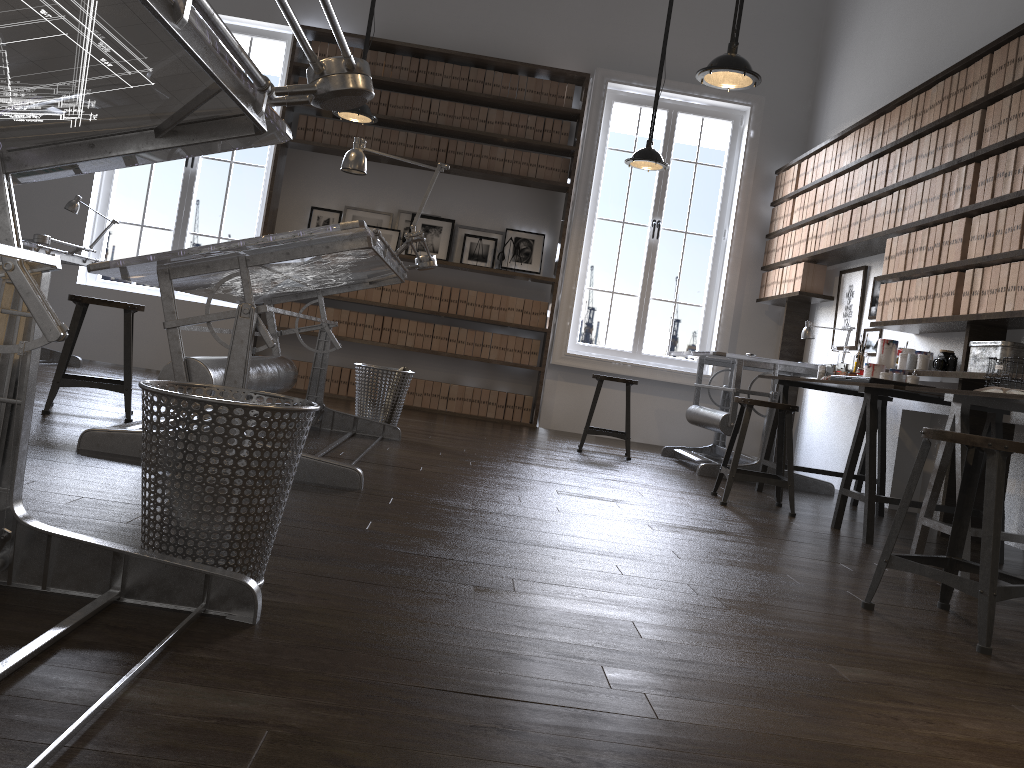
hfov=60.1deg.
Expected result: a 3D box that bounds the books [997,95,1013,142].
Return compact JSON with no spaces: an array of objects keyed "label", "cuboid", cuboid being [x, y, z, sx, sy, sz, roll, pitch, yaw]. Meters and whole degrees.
[{"label":"books","cuboid":[2.404,-1.231,4.178,0.174,0.226,0.067,9,-1,-3]}]

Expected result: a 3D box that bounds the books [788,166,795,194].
[{"label":"books","cuboid":[2.309,-1.611,7.063,0.174,0.226,0.067,9,-1,-3]}]

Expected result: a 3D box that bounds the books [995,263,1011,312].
[{"label":"books","cuboid":[2.289,-0.418,3.986,0.174,0.226,0.067,9,-1,-3]}]

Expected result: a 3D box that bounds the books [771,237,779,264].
[{"label":"books","cuboid":[2.218,-1.071,7.204,0.174,0.226,0.066,9,-1,-3]}]

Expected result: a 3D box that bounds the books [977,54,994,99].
[{"label":"books","cuboid":[2.434,-1.514,4.416,0.174,0.226,0.066,9,-1,-3]}]

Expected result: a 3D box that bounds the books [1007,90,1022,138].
[{"label":"books","cuboid":[2.410,-1.228,4.105,0.174,0.226,0.066,9,-1,-3]}]

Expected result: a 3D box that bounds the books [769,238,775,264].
[{"label":"books","cuboid":[2.219,-1.073,7.275,0.174,0.226,0.066,9,-1,-3]}]

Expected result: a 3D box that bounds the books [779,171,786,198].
[{"label":"books","cuboid":[2.301,-1.618,7.272,0.174,0.226,0.066,9,-1,-3]}]

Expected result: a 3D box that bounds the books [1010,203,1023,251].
[{"label":"books","cuboid":[2.331,-0.677,3.938,0.174,0.226,0.067,9,-1,-3]}]

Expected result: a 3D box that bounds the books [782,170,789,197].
[{"label":"books","cuboid":[2.308,-1.615,7.203,0.174,0.226,0.066,9,-1,-3]}]

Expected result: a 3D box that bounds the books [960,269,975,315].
[{"label":"books","cuboid":[2.274,-0.428,4.268,0.174,0.226,0.066,9,-1,-3]}]

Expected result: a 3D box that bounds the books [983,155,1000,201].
[{"label":"books","cuboid":[2.360,-0.961,4.220,0.174,0.226,0.067,9,-1,-3]}]

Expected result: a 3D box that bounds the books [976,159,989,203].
[{"label":"books","cuboid":[2.362,-0.962,4.294,0.174,0.226,0.066,9,-1,-3]}]

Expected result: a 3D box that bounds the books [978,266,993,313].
[{"label":"books","cuboid":[2.288,-0.422,4.126,0.174,0.226,0.066,9,-1,-3]}]

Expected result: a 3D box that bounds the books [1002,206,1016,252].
[{"label":"books","cuboid":[2.333,-0.679,4.012,0.174,0.226,0.066,9,-1,-3]}]

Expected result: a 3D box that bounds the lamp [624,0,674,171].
[{"label":"lamp","cuboid":[1.114,-2.645,6.234,0.312,2.255,0.311,9,-1,-23]}]

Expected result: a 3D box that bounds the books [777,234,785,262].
[{"label":"books","cuboid":[2.225,-1.066,7.058,0.174,0.226,0.067,9,-1,-3]}]

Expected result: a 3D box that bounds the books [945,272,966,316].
[{"label":"books","cuboid":[2.268,-0.432,4.400,0.174,0.226,0.067,9,-1,-3]}]

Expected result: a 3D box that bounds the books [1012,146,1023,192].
[{"label":"books","cuboid":[2.375,-0.952,4.003,0.174,0.226,0.066,9,-1,-3]}]

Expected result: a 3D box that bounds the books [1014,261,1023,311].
[{"label":"books","cuboid":[2.298,-0.413,3.851,0.174,0.226,0.066,9,-1,-3]}]

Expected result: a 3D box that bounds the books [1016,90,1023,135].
[{"label":"books","cuboid":[2.414,-1.226,4.043,0.174,0.226,0.066,9,-1,-3]}]

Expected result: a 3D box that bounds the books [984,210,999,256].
[{"label":"books","cuboid":[2.320,-0.684,4.141,0.174,0.226,0.067,9,-1,-3]}]

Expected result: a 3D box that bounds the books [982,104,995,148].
[{"label":"books","cuboid":[2.403,-1.235,4.318,0.174,0.226,0.066,9,-1,-3]}]

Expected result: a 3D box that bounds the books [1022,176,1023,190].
[{"label":"books","cuboid":[2.379,-0.950,3.932,0.174,0.226,0.066,9,-1,-3]}]

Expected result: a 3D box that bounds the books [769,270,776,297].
[{"label":"books","cuboid":[2.178,-0.795,7.123,0.174,0.226,0.067,9,-1,-3]}]

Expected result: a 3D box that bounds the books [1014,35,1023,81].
[{"label":"books","cuboid":[2.452,-1.503,4.119,0.174,0.226,0.066,9,-1,-3]}]

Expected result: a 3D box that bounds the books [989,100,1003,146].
[{"label":"books","cuboid":[2.405,-1.233,4.248,0.174,0.226,0.066,9,-1,-3]}]

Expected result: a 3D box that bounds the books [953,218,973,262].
[{"label":"books","cuboid":[2.308,-0.700,4.403,0.174,0.226,0.067,9,-1,-3]}]

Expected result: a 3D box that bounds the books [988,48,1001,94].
[{"label":"books","cuboid":[2.443,-1.510,4.327,0.174,0.226,0.066,9,-1,-3]}]

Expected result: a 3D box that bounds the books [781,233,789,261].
[{"label":"books","cuboid":[2.234,-1.063,6.984,0.174,0.226,0.066,9,-1,-3]}]

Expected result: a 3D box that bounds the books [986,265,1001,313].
[{"label":"books","cuboid":[2.289,-0.420,4.056,0.174,0.226,0.066,9,-1,-3]}]

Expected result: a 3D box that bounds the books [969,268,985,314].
[{"label":"books","cuboid":[2.280,-0.425,4.195,0.174,0.226,0.066,9,-1,-3]}]

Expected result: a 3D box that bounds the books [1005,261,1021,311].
[{"label":"books","cuboid":[2.294,-0.415,3.914,0.174,0.226,0.066,9,-1,-3]}]

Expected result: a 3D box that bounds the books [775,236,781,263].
[{"label":"books","cuboid":[2.226,-1.068,7.133,0.174,0.226,0.066,9,-1,-3]}]

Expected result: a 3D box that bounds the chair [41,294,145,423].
[{"label":"chair","cuboid":[-1.855,-0.116,3.969,0.370,0.528,0.359,9,-1,-24]}]

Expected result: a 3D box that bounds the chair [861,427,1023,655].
[{"label":"chair","cuboid":[1.243,0.404,2.384,0.357,0.528,0.373,9,-1,-29]}]

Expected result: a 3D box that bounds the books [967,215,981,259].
[{"label":"books","cuboid":[2.316,-0.689,4.285,0.174,0.226,0.066,9,-1,-3]}]

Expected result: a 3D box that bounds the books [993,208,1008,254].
[{"label":"books","cuboid":[2.327,-0.681,4.078,0.174,0.226,0.066,9,-1,-3]}]

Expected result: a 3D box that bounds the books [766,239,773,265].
[{"label":"books","cuboid":[2.216,-1.076,7.346,0.174,0.226,0.066,9,-1,-3]}]

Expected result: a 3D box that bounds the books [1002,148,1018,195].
[{"label":"books","cuboid":[2.368,-0.955,4.074,0.174,0.226,0.066,9,-1,-3]}]

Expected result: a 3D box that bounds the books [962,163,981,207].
[{"label":"books","cuboid":[2.357,-0.974,4.413,0.174,0.226,0.066,9,-1,-3]}]

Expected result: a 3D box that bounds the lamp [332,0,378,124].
[{"label":"lamp","cuboid":[-0.914,-2.954,6.146,0.312,2.255,0.311,9,-1,-23]}]

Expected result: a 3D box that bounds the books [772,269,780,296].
[{"label":"books","cuboid":[2.181,-0.792,7.051,0.174,0.226,0.066,9,-1,-3]}]

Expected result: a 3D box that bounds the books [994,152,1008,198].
[{"label":"books","cuboid":[2.369,-0.957,4.145,0.174,0.226,0.066,9,-1,-3]}]

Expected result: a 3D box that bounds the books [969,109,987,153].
[{"label":"books","cuboid":[2.393,-1.239,4.416,0.174,0.226,0.067,9,-1,-3]}]

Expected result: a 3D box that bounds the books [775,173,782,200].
[{"label":"books","cuboid":[2.294,-1.621,7.345,0.174,0.226,0.066,9,-1,-3]}]

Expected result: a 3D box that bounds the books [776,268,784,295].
[{"label":"books","cuboid":[2.188,-0.789,6.979,0.174,0.226,0.066,9,-1,-3]}]

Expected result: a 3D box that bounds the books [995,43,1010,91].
[{"label":"books","cuboid":[2.441,-1.508,4.264,0.174,0.226,0.067,9,-1,-3]}]

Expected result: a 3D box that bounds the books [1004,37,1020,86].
[{"label":"books","cuboid":[2.445,-1.506,4.192,0.174,0.226,0.066,9,-1,-3]}]

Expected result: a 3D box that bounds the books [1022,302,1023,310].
[{"label":"books","cuboid":[2.297,-0.411,3.784,0.174,0.226,0.067,9,-1,-3]}]

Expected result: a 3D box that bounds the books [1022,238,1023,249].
[{"label":"books","cuboid":[2.340,-0.673,3.864,0.174,0.226,0.066,9,-1,-3]}]

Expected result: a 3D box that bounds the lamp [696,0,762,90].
[{"label":"lamp","cuboid":[1.211,-2.576,4.290,0.312,2.255,0.311,9,-1,-23]}]

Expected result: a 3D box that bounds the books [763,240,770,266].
[{"label":"books","cuboid":[2.207,-1.079,7.413,0.174,0.226,0.067,9,-1,-3]}]

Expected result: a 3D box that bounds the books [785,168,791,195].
[{"label":"books","cuboid":[2.310,-1.613,7.133,0.174,0.226,0.066,9,-1,-3]}]

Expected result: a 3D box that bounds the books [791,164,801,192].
[{"label":"books","cuboid":[2.314,-1.608,6.990,0.174,0.226,0.066,9,-1,-3]}]

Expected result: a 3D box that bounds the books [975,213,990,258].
[{"label":"books","cuboid":[2.317,-0.687,4.213,0.174,0.226,0.066,9,-1,-3]}]
